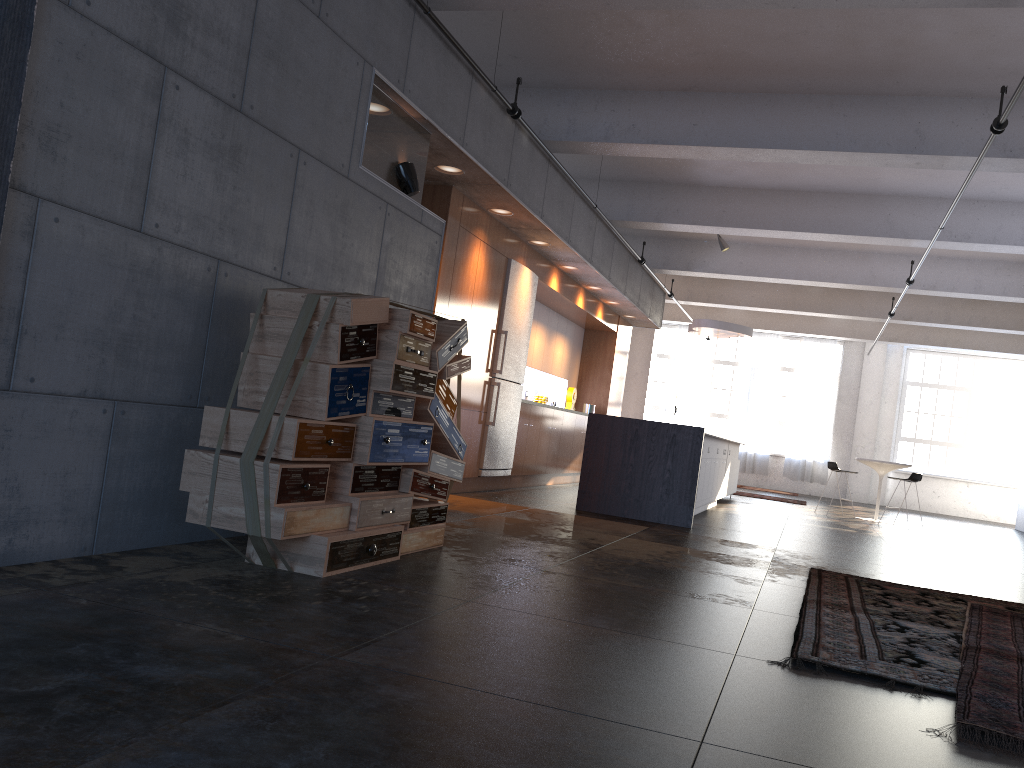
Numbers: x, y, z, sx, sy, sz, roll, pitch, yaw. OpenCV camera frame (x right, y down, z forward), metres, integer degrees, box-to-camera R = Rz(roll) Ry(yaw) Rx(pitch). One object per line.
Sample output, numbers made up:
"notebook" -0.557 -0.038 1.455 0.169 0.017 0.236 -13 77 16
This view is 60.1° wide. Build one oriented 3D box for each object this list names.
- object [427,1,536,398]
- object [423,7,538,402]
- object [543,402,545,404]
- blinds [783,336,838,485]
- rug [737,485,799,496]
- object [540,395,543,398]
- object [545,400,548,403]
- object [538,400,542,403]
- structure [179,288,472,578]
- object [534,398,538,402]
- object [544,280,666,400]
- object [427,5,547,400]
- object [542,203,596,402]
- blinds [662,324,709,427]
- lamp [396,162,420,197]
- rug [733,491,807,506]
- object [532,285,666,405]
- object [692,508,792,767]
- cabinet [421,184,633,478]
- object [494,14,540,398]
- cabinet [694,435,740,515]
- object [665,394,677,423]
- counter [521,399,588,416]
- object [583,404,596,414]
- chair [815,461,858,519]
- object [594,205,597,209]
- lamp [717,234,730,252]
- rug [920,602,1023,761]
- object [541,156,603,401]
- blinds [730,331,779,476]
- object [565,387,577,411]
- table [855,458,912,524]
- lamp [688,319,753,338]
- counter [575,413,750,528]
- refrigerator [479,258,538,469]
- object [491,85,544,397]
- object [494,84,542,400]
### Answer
"object" 0.335 0.183 12.319 0.052 0.053 0.062 9 -2 -24
"object" 0.356 0.233 12.322 0.052 0.053 0.061 9 -2 -29
"object" 1.457 -0.670 13.436 0.056 2.308 2.982 7 -2 37
"blinds" 7.238 0.497 21.210 1.017 3.749 0.346 7 -2 15
"rug" 5.065 2.352 20.640 3.091 0.009 1.838 7 -3 17
"object" -0.533 -1.224 7.509 0.058 2.163 9.999 7 -2 13
"object" -2.528 -1.481 7.319 0.061 2.209 12.057 7 -3 32
"object" 0.389 0.252 12.242 0.052 0.053 0.062 8 -2 0
"structure" -0.750 0.210 4.553 0.630 1.314 1.939 7 -2 19
"object" 0.334 0.217 12.264 0.053 0.053 0.062 7 -2 9
"object" 0.473 0.195 12.328 0.056 0.060 0.054 6 -3 41
"object" -0.025 -1.077 8.939 0.053 2.168 6.924 8 -2 11
"object" 0.695 -0.884 11.100 0.053 2.227 2.402 8 -2 -5
"blinds" 4.357 0.160 22.088 1.019 3.673 0.365 7 -2 16
"lamp" -0.718 -1.358 5.926 0.212 0.258 0.171 8 -2 -1
"rug" 4.170 2.064 17.010 2.848 0.029 1.879 7 -3 18
"object" -3.168 0.017 6.709 0.931 1.214 13.441 7 -3 29
"object" 0.343 1.365 9.087 19.490 0.001 27.568 7 -3 18
"cabinet" -0.491 -0.240 11.808 2.348 2.561 8.215 7 -2 19
"object" 0.358 0.170 12.257 0.052 0.059 0.058 9 -2 -37
"cabinet" 2.495 1.194 12.313 0.910 0.930 5.724 7 -3 19
"object" 3.502 1.162 20.146 1.165 1.918 1.070 7 -2 18
"counter" 0.048 0.280 12.402 1.586 0.039 4.520 7 -3 19
"object" 1.228 0.410 14.115 0.194 0.170 0.187 9 -2 -23
"chair" 5.098 1.682 13.844 0.507 0.895 0.462 8 -2 -5
"object" 0.414 0.229 12.365 0.051 0.053 0.063 7 -2 25
"lamp" 3.083 -2.075 12.933 0.222 0.286 0.132 8 -2 1
"rug" 2.805 1.293 3.709 1.842 0.048 3.589 6 -3 28
"object" 0.434 0.226 12.313 0.065 0.053 0.050 9 -2 -34
"blinds" 5.951 0.345 21.595 1.025 3.696 0.342 7 -2 14
"object" 0.913 0.242 13.548 0.098 0.381 0.278 7 -2 19
"table" 5.800 1.693 13.977 0.818 0.951 0.840 7 -2 18
"lamp" 3.291 -0.898 14.468 1.026 0.130 1.060 9 -3 -26
"counter" 2.292 1.112 11.731 1.127 0.971 6.745 7 -3 19
"refrigerator" -0.071 -0.180 9.582 0.217 2.190 0.967 7 -2 16
"object" 0.441 0.188 12.367 0.062 0.051 0.053 7 -2 10
"object" 0.140 -1.027 9.532 0.056 2.189 5.672 8 -2 8
